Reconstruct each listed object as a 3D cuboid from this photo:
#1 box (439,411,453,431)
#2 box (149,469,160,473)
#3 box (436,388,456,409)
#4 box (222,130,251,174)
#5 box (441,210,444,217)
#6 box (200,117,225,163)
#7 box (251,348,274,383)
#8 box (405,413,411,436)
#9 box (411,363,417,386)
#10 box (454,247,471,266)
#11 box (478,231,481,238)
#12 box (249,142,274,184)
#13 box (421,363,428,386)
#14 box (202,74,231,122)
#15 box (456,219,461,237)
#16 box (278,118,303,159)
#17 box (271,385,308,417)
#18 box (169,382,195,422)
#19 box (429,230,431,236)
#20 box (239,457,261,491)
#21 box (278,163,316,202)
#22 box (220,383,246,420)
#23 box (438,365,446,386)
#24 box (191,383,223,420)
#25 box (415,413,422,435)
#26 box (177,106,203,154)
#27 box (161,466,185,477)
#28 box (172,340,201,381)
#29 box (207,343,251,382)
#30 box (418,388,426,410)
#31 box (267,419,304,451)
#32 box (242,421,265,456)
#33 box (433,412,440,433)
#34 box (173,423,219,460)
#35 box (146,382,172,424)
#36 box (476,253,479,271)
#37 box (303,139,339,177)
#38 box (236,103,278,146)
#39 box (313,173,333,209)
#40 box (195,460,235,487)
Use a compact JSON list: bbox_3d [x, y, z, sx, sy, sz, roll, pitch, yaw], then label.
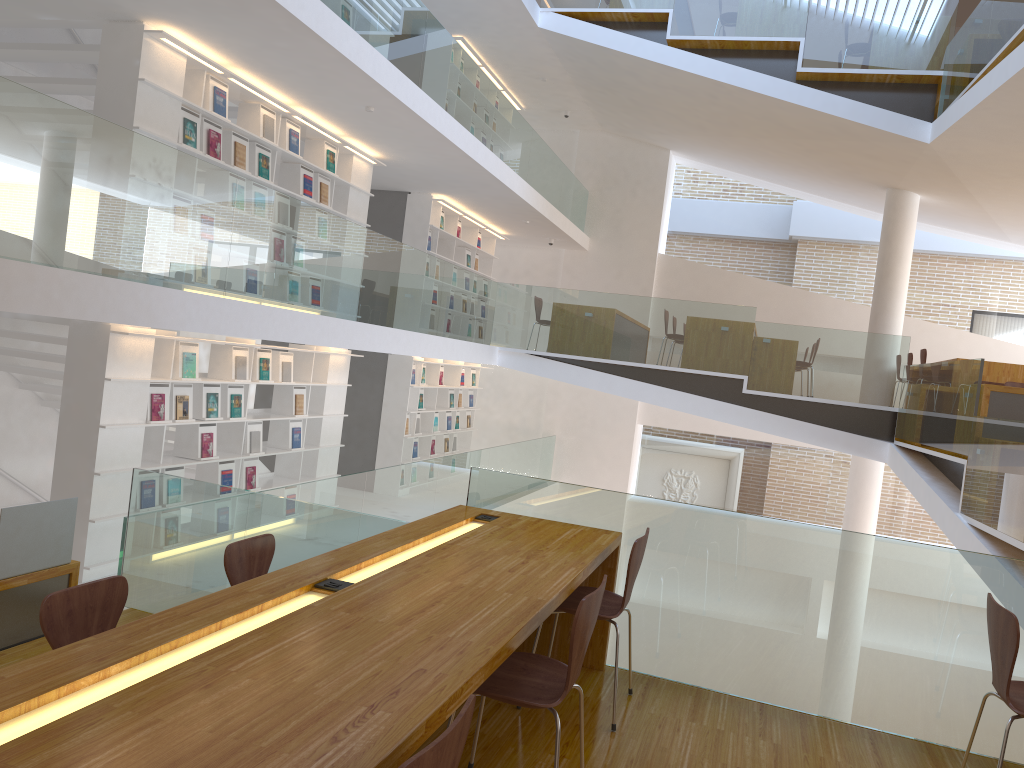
[{"bbox_3d":[-1.019,0.528,13.080,0.274,0.296,0.245,7,1,16],"label":"box"},{"bbox_3d":[-2.828,0.785,6.726,0.274,0.296,0.245,7,1,16],"label":"box"},{"bbox_3d":[-0.979,0.203,13.072,0.274,0.296,0.245,7,1,16],"label":"box"},{"bbox_3d":[-2.315,-1.905,7.297,0.274,0.296,0.245,7,1,16],"label":"box"},{"bbox_3d":[-1.031,-2.183,11.828,0.274,0.296,0.245,7,1,16],"label":"box"},{"bbox_3d":[-2.426,-1.911,6.956,0.274,0.296,0.245,7,1,16],"label":"box"},{"bbox_3d":[-2.325,-0.178,8.033,0.274,0.296,0.245,7,1,16],"label":"box"},{"bbox_3d":[-1.465,0.509,11.531,0.274,0.296,0.245,7,1,16],"label":"box"},{"bbox_3d":[-1.385,-0.140,11.517,0.274,0.296,0.245,7,1,16],"label":"box"},{"bbox_3d":[-0.728,-1.842,13.026,0.274,0.296,0.245,7,1,16],"label":"box"},{"bbox_3d":[-0.588,-2.164,13.366,0.274,0.296,0.245,7,1,16],"label":"box"},{"bbox_3d":[-2.219,-1.901,7.629,0.274,0.296,0.245,7,1,16],"label":"box"},{"bbox_3d":[-1.282,-0.138,11.875,0.274,0.296,0.245,7,1,16],"label":"box"},{"bbox_3d":[-2.374,-2.236,6.945,0.274,0.296,0.245,7,1,16],"label":"box"},{"bbox_3d":[-0.841,-2.176,12.479,0.274,0.296,0.245,7,1,16],"label":"box"},{"bbox_3d":[-2.062,-2.223,8.029,0.274,0.296,0.245,7,1,16],"label":"box"},{"bbox_3d":[-2.169,0.157,8.720,0.274,0.296,0.245,7,1,16],"label":"box"},{"bbox_3d":[-2.676,0.134,7.003,0.274,0.296,0.245,7,1,16],"label":"box"},{"bbox_3d":[-1.177,-1.862,11.470,0.274,0.296,0.245,7,1,16],"label":"box"},{"bbox_3d":[-2.447,0.801,8.046,0.274,0.296,0.245,7,1,16],"label":"box"},{"bbox_3d":[-2.012,-1.895,8.346,0.274,0.296,0.245,7,1,16],"label":"box"},{"bbox_3d":[-2.470,0.144,7.676,0.274,0.296,0.245,7,1,16],"label":"box"},{"bbox_3d":[-1.092,-0.131,12.526,0.274,0.296,0.245,7,1,16],"label":"box"},{"bbox_3d":[-2.565,0.133,7.343,0.274,0.296,0.245,7,1,16],"label":"box"},{"bbox_3d":[-1.361,0.514,11.892,0.274,0.296,0.245,7,1,16],"label":"box"},{"bbox_3d":[-2.498,-1.914,6.661,0.274,0.296,0.245,7,1,16],"label":"box"},{"bbox_3d":[-2.746,0.788,7.010,0.274,0.296,0.245,7,1,16],"label":"box"},{"bbox_3d":[-2.625,-0.191,6.992,0.274,0.296,0.245,7,1,16],"label":"box"},{"bbox_3d":[-2.428,-0.182,7.675,0.274,0.296,0.245,7,1,16],"label":"box"},{"bbox_3d":[-1.314,0.183,11.906,0.274,0.296,0.245,7,1,16],"label":"box"},{"bbox_3d":[-2.208,0.483,8.729,0.274,0.296,0.245,7,1,16],"label":"box"},{"bbox_3d":[-2.409,0.475,8.033,0.274,0.296,0.245,7,1,16],"label":"box"},{"bbox_3d":[-1.168,0.522,12.563,0.274,0.296,0.245,7,1,16],"label":"box"},{"bbox_3d":[-2.603,0.459,7.356,0.274,0.296,0.245,7,1,16],"label":"box"},{"bbox_3d":[-2.749,0.131,6.708,0.274,0.296,0.245,7,1,16],"label":"box"},{"bbox_3d":[-0.628,-1.839,13.373,0.274,0.296,0.245,7,1,16],"label":"box"},{"bbox_3d":[-1.865,-2.214,8.713,0.274,0.296,0.245,7,1,16],"label":"box"},{"bbox_3d":[-2.177,-2.227,7.628,0.274,0.296,0.245,7,1,16],"label":"box"},{"bbox_3d":[-1.918,-1.888,8.673,0.274,0.296,0.245,7,1,16],"label":"box"},{"bbox_3d":[-2.551,0.797,7.686,0.274,0.296,0.245,7,1,16],"label":"box"}]
